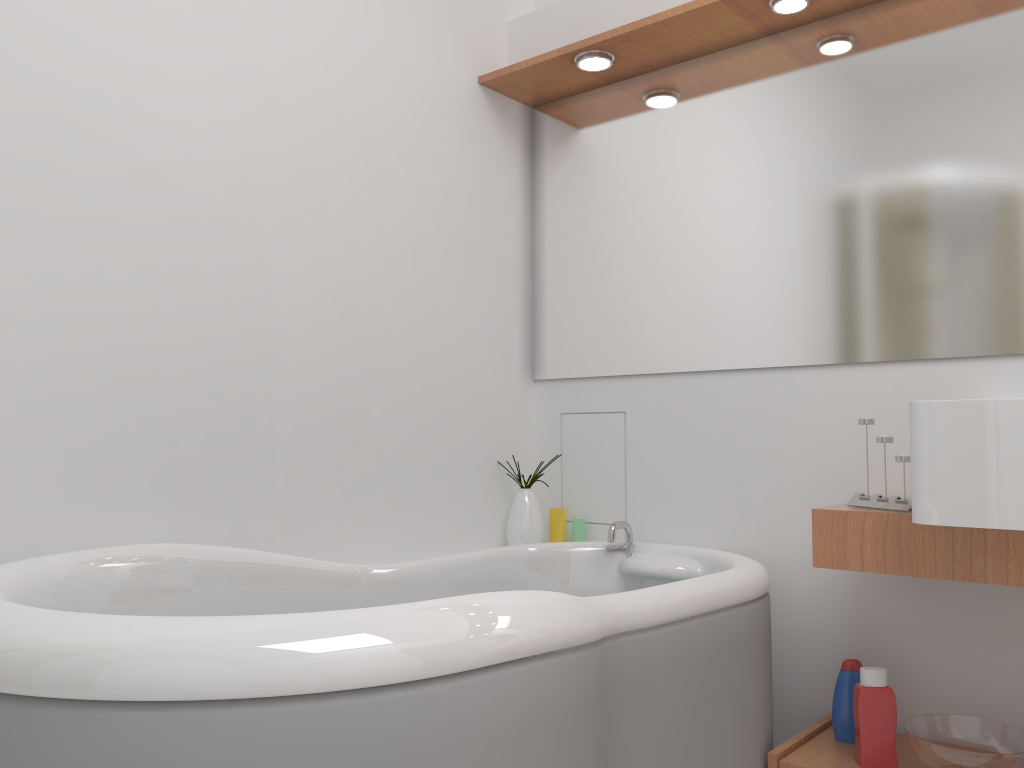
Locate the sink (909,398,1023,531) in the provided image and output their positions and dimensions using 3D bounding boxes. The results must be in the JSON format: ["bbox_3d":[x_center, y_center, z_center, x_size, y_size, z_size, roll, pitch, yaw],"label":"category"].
[{"bbox_3d":[1.126,0.238,1.574,0.657,0.673,0.552,-3,-5,40],"label":"sink"}]

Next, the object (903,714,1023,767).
[{"bbox_3d":[0.932,0.756,1.806,0.245,0.090,0.245,-1,-4,12],"label":"object"}]

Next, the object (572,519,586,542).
[{"bbox_3d":[0.200,0.472,2.655,0.038,0.133,0.038,1,-4,-16],"label":"object"}]

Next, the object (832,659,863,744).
[{"bbox_3d":[0.778,0.724,2.024,0.092,0.190,0.044,0,-4,7],"label":"object"}]

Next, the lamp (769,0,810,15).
[{"bbox_3d":[0.680,-0.932,2.166,0.098,0.018,0.098,2,-4,-29],"label":"lamp"}]

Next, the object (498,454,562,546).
[{"bbox_3d":[0.054,0.373,2.643,0.215,0.326,0.154,1,-4,-19],"label":"object"}]

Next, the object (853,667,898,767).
[{"bbox_3d":[0.769,0.708,1.880,0.079,0.207,0.046,0,-4,5],"label":"object"}]

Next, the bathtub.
[{"bbox_3d":[-0.126,0.648,1.756,1.055,0.674,1.863,-3,-5,40],"label":"bathtub"}]

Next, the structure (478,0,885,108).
[{"bbox_3d":[0.964,-1.070,1.979,2.606,0.240,0.287,-3,-5,40],"label":"structure"}]

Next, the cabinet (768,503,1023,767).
[{"bbox_3d":[1.291,0.603,1.531,1.635,0.719,0.355,-3,-5,40],"label":"cabinet"}]

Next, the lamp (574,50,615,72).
[{"bbox_3d":[0.233,-0.911,2.501,0.113,0.021,0.113,-1,-4,11],"label":"lamp"}]

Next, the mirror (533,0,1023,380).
[{"bbox_3d":[1.051,-0.505,2.042,2.600,0.887,0.022,-3,-5,40],"label":"mirror"}]

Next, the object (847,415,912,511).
[{"bbox_3d":[0.806,0.167,1.915,0.059,0.203,0.182,1,-4,-19],"label":"object"}]

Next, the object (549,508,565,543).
[{"bbox_3d":[0.138,0.462,2.707,0.047,0.162,0.047,2,-4,-24],"label":"object"}]
